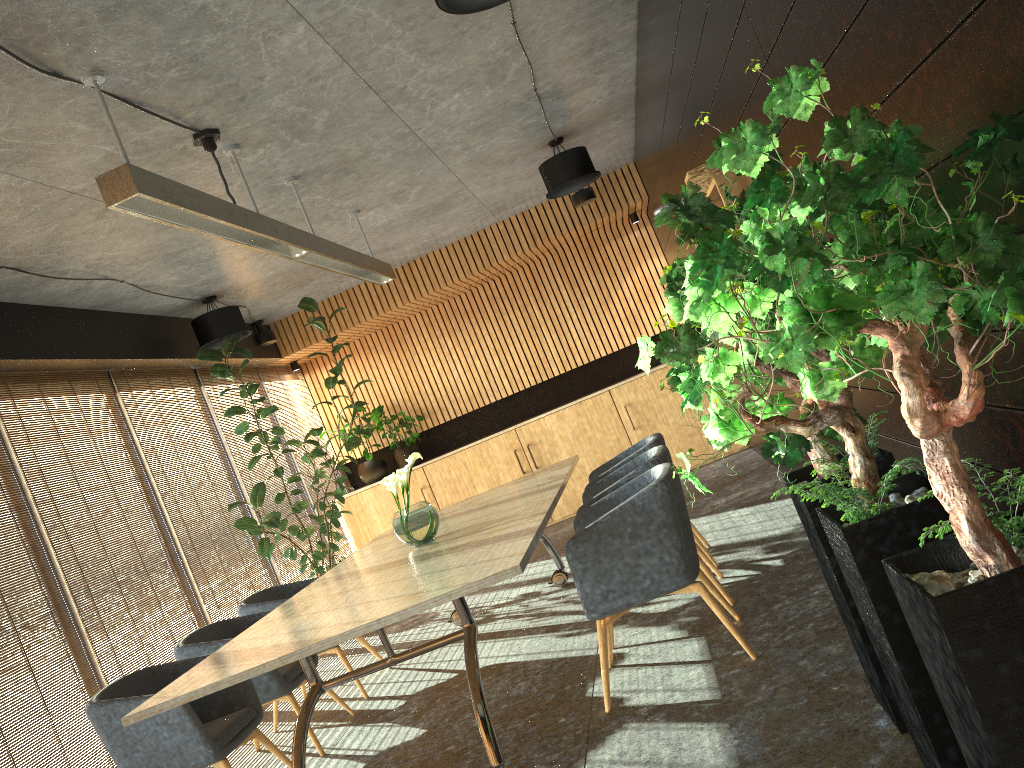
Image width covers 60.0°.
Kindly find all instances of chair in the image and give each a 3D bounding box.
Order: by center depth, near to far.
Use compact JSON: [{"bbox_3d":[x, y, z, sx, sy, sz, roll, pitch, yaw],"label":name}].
[{"bbox_3d":[0.650,0.963,4.457,0.761,0.944,0.706,-23,-1,8],"label":"chair"},{"bbox_3d":[-1.728,1.956,4.803,0.761,0.944,0.706,-23,-1,8],"label":"chair"},{"bbox_3d":[0.769,0.935,5.348,0.761,0.944,0.706,-23,-1,8],"label":"chair"},{"bbox_3d":[-1.610,1.929,5.695,0.761,0.944,0.706,-23,-1,8],"label":"chair"},{"bbox_3d":[0.887,0.907,6.239,0.761,0.944,0.706,-23,-1,8],"label":"chair"},{"bbox_3d":[-1.492,1.901,6.586,0.761,0.944,0.706,-23,-1,8],"label":"chair"}]

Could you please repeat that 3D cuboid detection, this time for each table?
[{"bbox_3d":[-0.365,1.417,5.513,1.816,0.927,3.932,-23,-1,8],"label":"table"}]

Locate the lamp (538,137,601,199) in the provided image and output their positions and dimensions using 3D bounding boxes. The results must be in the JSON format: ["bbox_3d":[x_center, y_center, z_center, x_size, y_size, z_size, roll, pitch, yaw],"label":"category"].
[{"bbox_3d":[0.456,-1.917,7.723,0.513,0.497,0.513,-23,-2,37],"label":"lamp"}]

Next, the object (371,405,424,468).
[{"bbox_3d":[-1.452,0.655,11.179,0.679,0.880,0.512,-23,-1,11],"label":"object"}]

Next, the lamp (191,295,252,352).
[{"bbox_3d":[-2.724,-0.589,8.186,0.513,0.497,0.513,-22,-1,-22],"label":"lamp"}]

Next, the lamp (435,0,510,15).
[{"bbox_3d":[-0.140,-1.773,3.434,0.513,0.497,0.513,-23,-2,37],"label":"lamp"}]

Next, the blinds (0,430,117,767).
[{"bbox_3d":[-3.048,1.296,2.569,1.388,3.075,6.486,-22,-1,-11],"label":"blinds"}]

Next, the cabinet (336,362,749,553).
[{"bbox_3d":[0.310,1.086,11.061,4.954,1.272,1.006,-23,-1,8],"label":"cabinet"}]

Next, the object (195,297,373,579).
[{"bbox_3d":[-2.192,0.990,8.966,1.875,3.266,1.958,-21,-2,-44],"label":"object"}]

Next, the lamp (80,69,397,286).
[{"bbox_3d":[-1.434,-1.092,5.590,0.151,0.618,4.009,-23,-1,8],"label":"lamp"}]

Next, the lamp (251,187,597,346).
[{"bbox_3d":[-1.052,-1.336,9.814,4.179,0.294,0.257,-23,-1,8],"label":"lamp"}]

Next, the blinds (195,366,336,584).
[{"bbox_3d":[-2.497,1.215,9.554,0.039,3.038,1.422,-23,-1,8],"label":"blinds"}]

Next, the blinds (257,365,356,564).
[{"bbox_3d":[-2.304,1.170,11.009,0.039,3.038,1.422,-23,-1,8],"label":"blinds"}]

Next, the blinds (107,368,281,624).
[{"bbox_3d":[-2.693,1.261,8.075,0.039,3.038,1.422,-23,-1,8],"label":"blinds"}]

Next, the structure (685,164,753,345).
[{"bbox_3d":[1.275,-0.622,4.899,0.242,1.130,2.172,-23,-1,8],"label":"structure"}]

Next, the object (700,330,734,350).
[{"bbox_3d":[1.248,-0.417,5.233,0.401,0.633,0.445,-22,-1,-12],"label":"object"}]

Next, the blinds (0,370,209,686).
[{"bbox_3d":[-2.886,1.306,6.620,0.039,3.038,1.422,-23,-1,8],"label":"blinds"}]

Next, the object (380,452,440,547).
[{"bbox_3d":[-0.647,0.738,5.552,0.295,0.546,0.322,-23,-1,18],"label":"object"}]

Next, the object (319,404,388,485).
[{"bbox_3d":[-1.952,0.770,11.264,0.640,1.054,0.666,-21,-2,-41],"label":"object"}]

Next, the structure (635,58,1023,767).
[{"bbox_3d":[0.959,0.223,2.480,0.952,1.987,2.081,-23,-1,9],"label":"structure"}]
